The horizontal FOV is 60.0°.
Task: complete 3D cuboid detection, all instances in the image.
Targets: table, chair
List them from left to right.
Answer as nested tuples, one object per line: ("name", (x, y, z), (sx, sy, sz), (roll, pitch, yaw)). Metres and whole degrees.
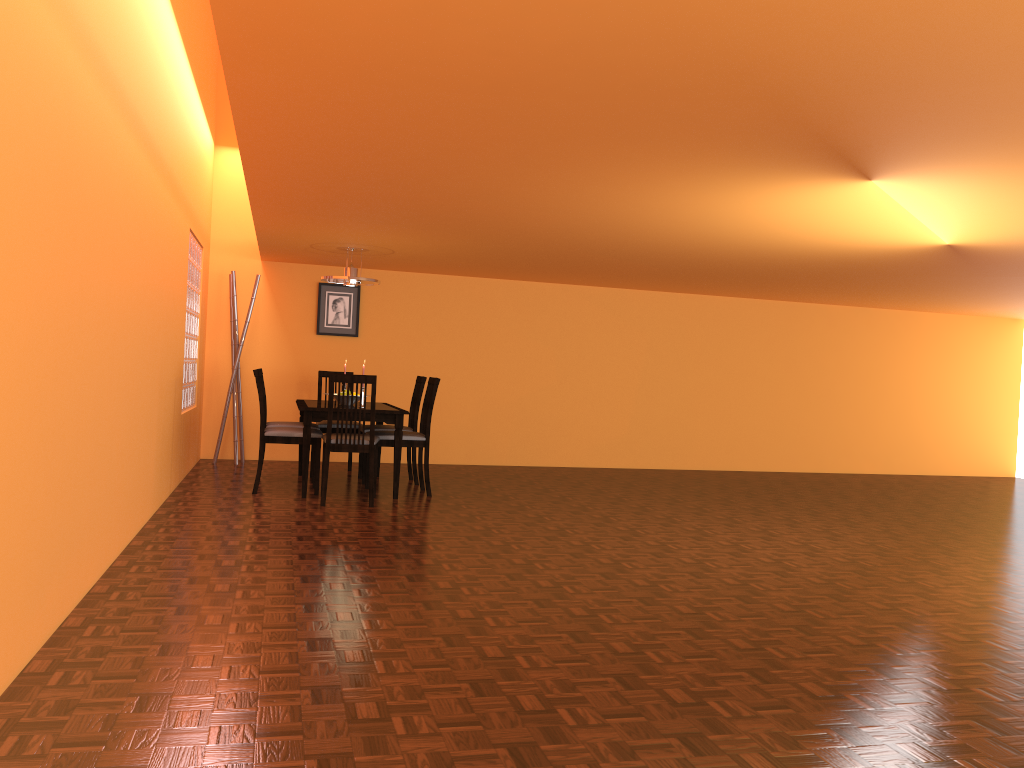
("chair", (-1.637, 0.300, 6.428), (0.465, 0.809, 0.373), (3, 1, -15))
("chair", (-1.492, 0.313, 5.870), (0.465, 0.809, 0.373), (3, 1, -15))
("chair", (-1.368, 0.307, 6.957), (0.373, 0.809, 0.465), (3, 1, -20))
("table", (-1.169, 0.438, 6.248), (0.697, 0.584, 1.259), (3, 1, -15))
("chair", (-1.008, 0.341, 5.539), (0.373, 0.809, 0.465), (3, 1, -10))
("chair", (-0.896, 0.334, 6.620), (0.465, 0.809, 0.373), (3, 1, -15))
("chair", (-0.751, 0.348, 6.062), (0.465, 0.809, 0.373), (3, 1, -15))

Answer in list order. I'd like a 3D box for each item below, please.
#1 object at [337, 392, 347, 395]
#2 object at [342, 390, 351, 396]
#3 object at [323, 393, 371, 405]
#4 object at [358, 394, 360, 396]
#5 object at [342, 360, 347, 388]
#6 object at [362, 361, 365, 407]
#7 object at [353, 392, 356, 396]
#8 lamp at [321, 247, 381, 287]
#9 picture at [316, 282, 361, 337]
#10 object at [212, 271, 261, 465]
("object", (-1.176, 0.095, 6.167), (0.089, 0.076, 0.087), (3, 1, -8))
("object", (-1.173, 0.073, 6.270), (0.069, 0.066, 0.069), (3, 1, -5))
("object", (-1.155, 0.111, 6.201), (0.337, 0.072, 0.337), (3, 1, 42))
("object", (-1.080, 0.091, 6.177), (0.046, 0.046, 0.055), (3, 1, 38))
("object", (-1.221, -0.023, 6.470), (0.044, 0.326, 0.044), (3, 1, -26))
("object", (-1.004, -0.006, 5.967), (0.044, 0.326, 0.044), (3, 1, -26))
("object", (-1.090, 0.080, 6.128), (0.046, 0.046, 0.055), (2, 1, -32))
("lamp", (-1.185, -0.861, 6.542), (0.435, 0.274, 0.435), (3, 1, 8))
("picture", (-1.518, -0.648, 7.767), (0.361, 0.456, 0.014), (3, 1, -15))
("object", (-2.269, -0.129, 7.326), (0.308, 1.589, 0.226), (3, 1, 7))
